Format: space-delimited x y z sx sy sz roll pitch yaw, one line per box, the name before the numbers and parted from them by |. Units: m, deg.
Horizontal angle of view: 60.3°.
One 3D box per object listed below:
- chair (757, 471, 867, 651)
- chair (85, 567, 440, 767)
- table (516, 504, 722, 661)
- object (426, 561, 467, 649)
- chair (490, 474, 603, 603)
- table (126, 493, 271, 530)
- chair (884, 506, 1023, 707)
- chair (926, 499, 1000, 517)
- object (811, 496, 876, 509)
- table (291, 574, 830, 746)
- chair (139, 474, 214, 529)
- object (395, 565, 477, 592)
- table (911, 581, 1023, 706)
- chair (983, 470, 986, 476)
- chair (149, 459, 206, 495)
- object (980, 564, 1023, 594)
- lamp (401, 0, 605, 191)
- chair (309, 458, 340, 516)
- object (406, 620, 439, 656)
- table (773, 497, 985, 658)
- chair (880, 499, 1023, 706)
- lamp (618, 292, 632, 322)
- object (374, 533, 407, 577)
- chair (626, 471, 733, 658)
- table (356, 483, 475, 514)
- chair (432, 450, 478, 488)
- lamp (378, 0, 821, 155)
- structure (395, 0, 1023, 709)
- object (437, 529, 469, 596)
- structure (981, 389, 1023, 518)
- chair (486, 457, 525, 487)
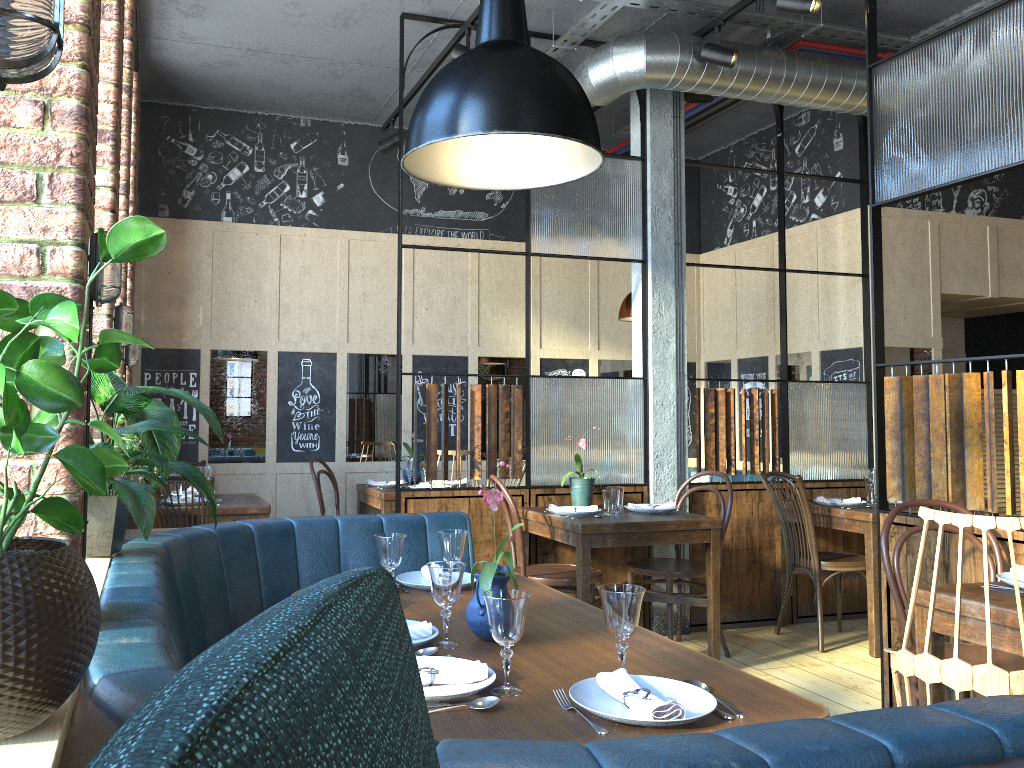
chair | 1.670 0.928 4.773 0.510 0.916 0.414 1 -3 -15
chair | 0.302 0.675 0.385 1.041 1.099 0.800 0 -3 4
table | 0.506 1.008 4.400 0.729 0.728 0.771 1 -3 -20
object | -0.158 0.527 2.103 0.100 0.192 0.096 -1 -3 9
chair | 0.166 0.905 4.305 0.548 0.922 0.439 0 -3 -3
table | -1.781 1.017 4.935 0.729 0.728 0.771 1 -3 -20
chair | 1.156 0.790 2.035 0.561 1.007 0.429 -3 -4 41
chair | 1.959 0.882 3.467 0.510 0.916 0.414 1 -3 -15
object | 1.808 0.640 4.833 0.263 0.051 0.332 1 -2 -17
table | -0.066 0.959 2.210 0.799 0.662 1.583 1 -2 -21
chair | -1.637 0.903 4.482 0.406 0.916 0.520 0 -3 -1
object | -0.257 0.624 2.847 0.317 0.051 0.276 1 -2 -16
table | 1.627 0.935 2.247 0.729 0.728 0.771 1 -3 -20
chair | 2.453 0.943 5.069 0.424 0.916 0.496 -3 -5 44
chair | -2.062 0.937 5.479 0.391 0.916 0.539 2 -4 -26
object | 1.515 0.554 2.491 0.317 0.051 0.276 1 -2 -16
lamp | -0.026 -1.234 2.346 0.528 1.328 0.529 0 -3 -3
chair | -1.067 0.955 5.836 0.561 0.922 0.428 -1 -3 12
object | -0.306 0.598 2.120 0.263 0.051 0.332 1 -2 -17
table | 2.014 1.033 4.891 0.729 0.728 0.771 1 -3 -20
chair | 1.477 0.857 2.813 0.440 0.922 0.546 0 -3 1
lamp | 0.891 -1.096 5.882 0.385 1.337 0.351 -3 -5 42
object | -0.362 0.544 2.613 0.100 0.192 0.096 -1 -3 9
chair | 0.854 0.916 4.537 0.529 0.922 0.454 2 -4 -28
table | -0.604 1.059 5.927 0.729 0.728 0.771 1 -3 -20
chair | -0.433 0.909 5.518 0.513 1.007 0.470 2 -4 -33
lamp | 3.333 -1.702 3.508 6.084 0.274 7.430 1 -2 -20
structure | 3.592 -0.298 3.817 5.763 3.331 6.105 2 -3 -36
object | -0.181 0.548 2.701 0.100 0.192 0.096 -1 -3 9
structure | 5.007 0.483 4.141 5.237 0.996 1.209 -2 -3 44
chair | -0.180 0.967 6.054 0.424 0.916 0.496 -3 -5 44
